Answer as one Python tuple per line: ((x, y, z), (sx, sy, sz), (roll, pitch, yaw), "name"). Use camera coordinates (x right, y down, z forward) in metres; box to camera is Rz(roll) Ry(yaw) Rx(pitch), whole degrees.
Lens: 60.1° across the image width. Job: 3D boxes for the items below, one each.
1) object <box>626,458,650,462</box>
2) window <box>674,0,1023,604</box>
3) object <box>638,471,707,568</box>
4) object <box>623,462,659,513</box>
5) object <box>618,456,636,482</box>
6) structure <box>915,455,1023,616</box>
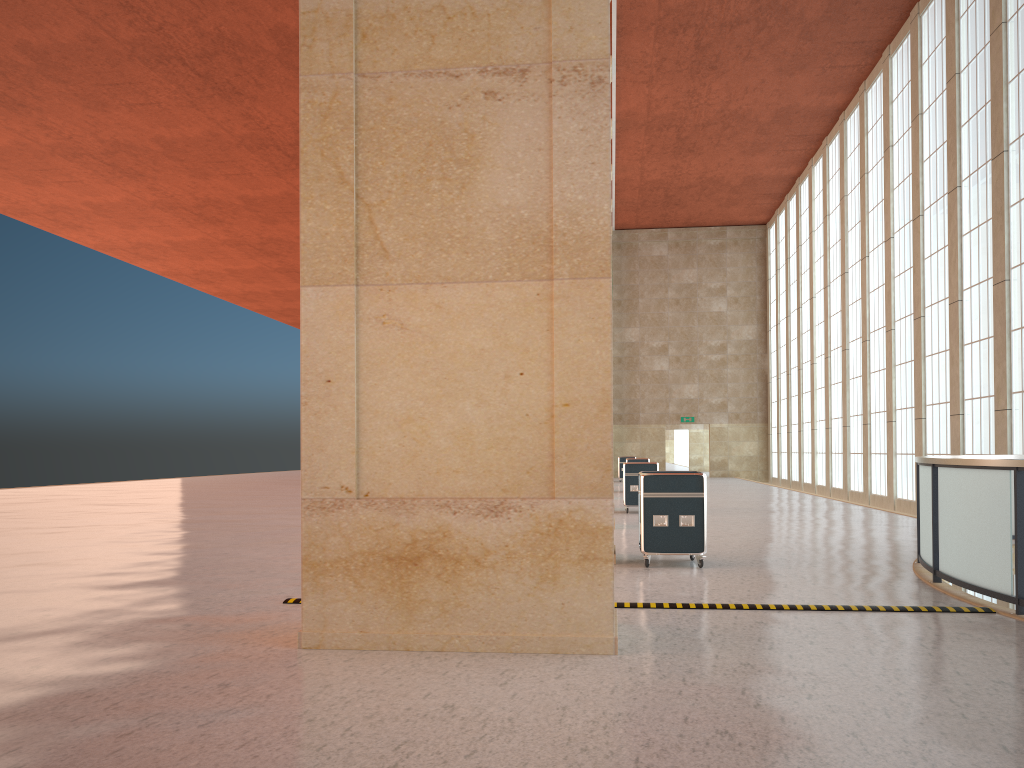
((5.756, 4.175, 40.545), (1.055, 1.540, 1.275), (-1, -2, 6), "object")
((19.373, 4.379, 75.274), (0.010, 28.598, 165.266), (0, -4, 6), "window")
((2.668, 2.239, 14.806), (1.055, 1.540, 1.275), (-1, -2, 6), "object")
((3.948, 3.169, 27.162), (1.055, 1.540, 1.275), (-1, -2, 6), "object")
((6.976, 5.158, 53.587), (1.055, 1.540, 1.275), (-1, -2, 6), "object")
((8.218, 1.783, 10.609), (5.244, 1.792, 13.110), (0, -4, -4), "structure")
